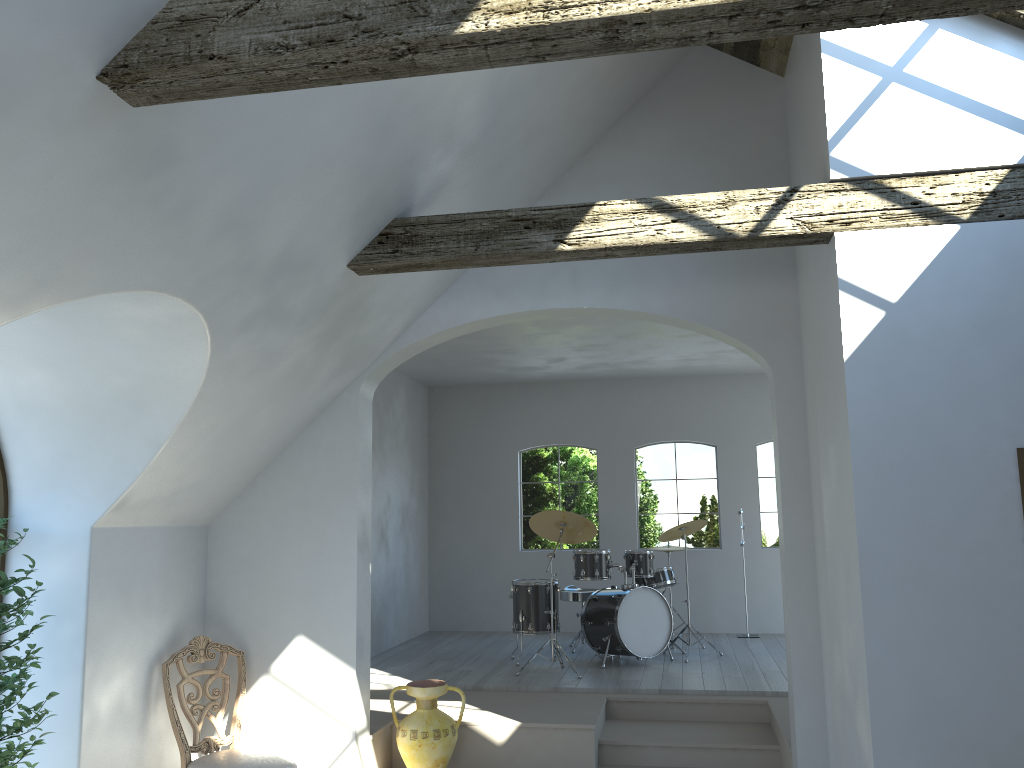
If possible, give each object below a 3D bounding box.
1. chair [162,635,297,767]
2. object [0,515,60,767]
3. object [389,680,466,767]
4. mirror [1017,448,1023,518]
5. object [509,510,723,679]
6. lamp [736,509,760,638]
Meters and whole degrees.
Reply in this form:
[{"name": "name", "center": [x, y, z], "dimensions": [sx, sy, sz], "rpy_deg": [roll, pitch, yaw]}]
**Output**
[{"name": "chair", "center": [-1.630, 2.065, 5.113], "dimensions": [0.655, 1.159, 0.552], "rpy_deg": [-7, -11, 35]}, {"name": "object", "center": [-2.405, 1.500, 3.887], "dimensions": [0.718, 1.920, 0.737], "rpy_deg": [-6, -10, 29]}, {"name": "object", "center": [-0.553, 2.265, 5.781], "dimensions": [0.402, 0.605, 0.396], "rpy_deg": [5, -10, -32]}, {"name": "mirror", "center": [2.511, 0.773, 3.616], "dimensions": [0.736, 1.047, 0.009], "rpy_deg": [-3, -9, 10]}, {"name": "object", "center": [0.824, 1.903, 8.472], "dimensions": [2.354, 1.383, 1.465], "rpy_deg": [5, -10, -35]}, {"name": "lamp", "center": [2.554, 2.064, 9.752], "dimensions": [0.232, 1.383, 0.238], "rpy_deg": [-3, -9, 10]}]
